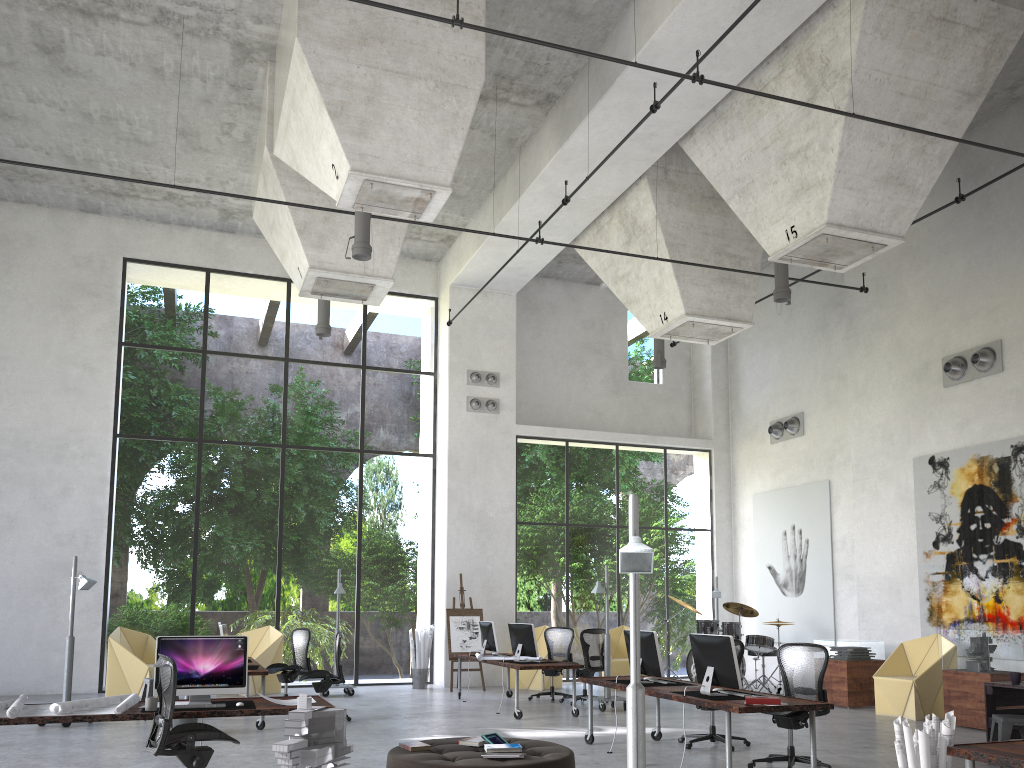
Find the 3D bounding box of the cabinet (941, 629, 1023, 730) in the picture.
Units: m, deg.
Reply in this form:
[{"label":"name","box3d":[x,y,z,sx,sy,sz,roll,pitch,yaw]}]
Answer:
[{"label":"cabinet","box3d":[6.049,3.781,11.269,0.596,1.233,0.756,3,-9,-20]}]

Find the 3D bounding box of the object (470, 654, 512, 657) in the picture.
[{"label":"object","box3d":[-0.308,4.413,14.240,0.689,0.008,0.867,5,-15,-18]}]

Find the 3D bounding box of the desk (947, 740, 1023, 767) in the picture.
[{"label":"desk","box3d":[3.517,2.172,3.867,0.966,0.709,3.196,4,-14,-19]}]

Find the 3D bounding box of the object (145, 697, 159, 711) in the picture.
[{"label":"object","box3d":[-2.760,2.463,6.764,0.123,0.098,0.089,-1,-10,9]}]

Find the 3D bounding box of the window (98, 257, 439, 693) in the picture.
[{"label":"window","box3d":[-4.329,1.796,16.616,5.977,7.715,0.068,4,-7,-20]}]

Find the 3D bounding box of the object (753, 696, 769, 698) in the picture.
[{"label":"object","box3d":[2.103,2.642,7.422,0.150,0.011,0.011,-11,-15,38]}]

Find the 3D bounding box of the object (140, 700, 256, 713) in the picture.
[{"label":"object","box3d":[-2.509,2.593,7.062,0.850,0.008,0.702,5,-15,-18]}]

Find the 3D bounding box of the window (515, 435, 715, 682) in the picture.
[{"label":"window","box3d":[2.184,3.622,18.068,4.573,4.809,0.020,4,-7,-20]}]

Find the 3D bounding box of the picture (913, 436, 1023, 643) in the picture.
[{"label":"picture","box3d":[6.669,2.359,12.459,0.020,2.965,2.398,3,-10,-20]}]

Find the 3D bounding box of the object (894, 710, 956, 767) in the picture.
[{"label":"object","box3d":[2.484,2.419,5.264,0.319,0.921,0.347,1,-8,-2]}]

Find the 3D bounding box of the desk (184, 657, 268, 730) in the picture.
[{"label":"desk","box3d":[-3.960,4.184,11.981,0.966,0.709,3.196,4,-14,-19]}]

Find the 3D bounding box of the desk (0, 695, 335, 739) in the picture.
[{"label":"desk","box3d":[-3.047,2.907,6.901,3.137,0.712,0.993,5,-13,-20]}]

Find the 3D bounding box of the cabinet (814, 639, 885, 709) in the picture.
[{"label":"cabinet","box3d":[5.283,4.520,13.737,0.745,0.995,0.748,4,-10,-20]}]

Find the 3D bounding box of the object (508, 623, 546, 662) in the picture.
[{"label":"object","box3d":[0.225,3.773,12.823,0.379,0.542,0.727,5,-12,-28]}]

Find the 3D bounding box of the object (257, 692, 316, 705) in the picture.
[{"label":"object","box3d":[-1.876,2.598,7.276,0.471,0.084,0.445,4,-14,-16]}]

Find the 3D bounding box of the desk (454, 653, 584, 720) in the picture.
[{"label":"desk","box3d":[0.019,4.552,13.369,0.976,0.709,3.195,4,-14,-19]}]

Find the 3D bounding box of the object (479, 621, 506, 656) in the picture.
[{"label":"object","box3d":[-0.310,4.136,14.273,0.378,0.542,0.729,3,-12,-18]}]

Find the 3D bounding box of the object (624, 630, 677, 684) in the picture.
[{"label":"object","box3d":[1.477,2.925,9.436,0.378,0.542,0.729,3,-12,-18]}]

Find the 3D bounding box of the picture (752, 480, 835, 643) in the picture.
[{"label":"picture","box3d":[5.425,3.520,17.086,0.020,2.965,2.380,3,-10,-20]}]

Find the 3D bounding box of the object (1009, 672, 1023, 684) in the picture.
[{"label":"object","box3d":[4.961,2.892,8.628,0.101,0.107,0.131,6,-12,-28]}]

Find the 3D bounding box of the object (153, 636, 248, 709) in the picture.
[{"label":"object","box3d":[-2.507,2.317,7.097,0.716,0.543,0.384,4,-10,-18]}]

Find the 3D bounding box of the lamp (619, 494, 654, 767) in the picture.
[{"label":"lamp","box3d":[0.663,1.658,4.720,0.579,2.115,0.606,0,-7,5]}]

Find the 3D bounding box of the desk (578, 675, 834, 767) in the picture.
[{"label":"desk","box3d":[1.727,3.377,8.677,0.976,0.709,3.195,4,-14,-19]}]

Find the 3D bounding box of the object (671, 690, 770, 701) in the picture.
[{"label":"object","box3d":[1.951,2.882,8.126,0.689,0.008,0.867,5,-15,-18]}]

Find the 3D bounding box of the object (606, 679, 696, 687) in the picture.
[{"label":"object","box3d":[1.479,3.202,9.404,0.689,0.008,0.867,5,-15,-18]}]

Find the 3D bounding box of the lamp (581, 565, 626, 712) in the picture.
[{"label":"lamp","box3d":[1.430,3.798,13.203,0.598,2.115,0.588,3,-8,-20]}]

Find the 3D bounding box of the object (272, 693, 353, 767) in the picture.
[{"label":"object","box3d":[-0.814,1.434,3.347,0.361,0.511,0.503,-2,-11,15]}]

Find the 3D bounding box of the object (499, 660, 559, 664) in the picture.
[{"label":"object","box3d":[0.228,4.050,12.791,0.691,0.008,0.864,8,-16,-28]}]

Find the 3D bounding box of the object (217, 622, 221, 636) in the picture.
[{"label":"object","box3d":[-4.108,3.715,12.668,0.378,0.542,0.729,3,-12,-18]}]

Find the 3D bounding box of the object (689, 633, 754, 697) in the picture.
[{"label":"object","box3d":[1.949,2.605,8.159,0.378,0.542,0.729,3,-12,-18]}]

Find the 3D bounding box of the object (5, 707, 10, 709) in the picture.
[{"label":"object","box3d":[-4.296,2.369,6.796,0.740,0.299,0.441,8,-14,-30]}]

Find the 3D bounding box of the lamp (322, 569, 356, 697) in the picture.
[{"label":"lamp","box3d":[-2.988,4.245,15.046,0.581,2.115,0.605,3,-8,-20]}]

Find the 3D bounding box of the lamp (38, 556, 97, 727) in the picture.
[{"label":"lamp","box3d":[-5.680,3.288,11.299,0.597,2.115,0.589,-1,-7,13]}]

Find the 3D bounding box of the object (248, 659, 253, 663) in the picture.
[{"label":"object","box3d":[-4.106,3.992,12.636,0.689,0.008,0.867,5,-15,-18]}]

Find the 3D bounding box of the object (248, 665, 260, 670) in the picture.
[{"label":"object","box3d":[-3.627,3.665,11.334,0.688,0.008,0.868,4,-15,-13]}]
